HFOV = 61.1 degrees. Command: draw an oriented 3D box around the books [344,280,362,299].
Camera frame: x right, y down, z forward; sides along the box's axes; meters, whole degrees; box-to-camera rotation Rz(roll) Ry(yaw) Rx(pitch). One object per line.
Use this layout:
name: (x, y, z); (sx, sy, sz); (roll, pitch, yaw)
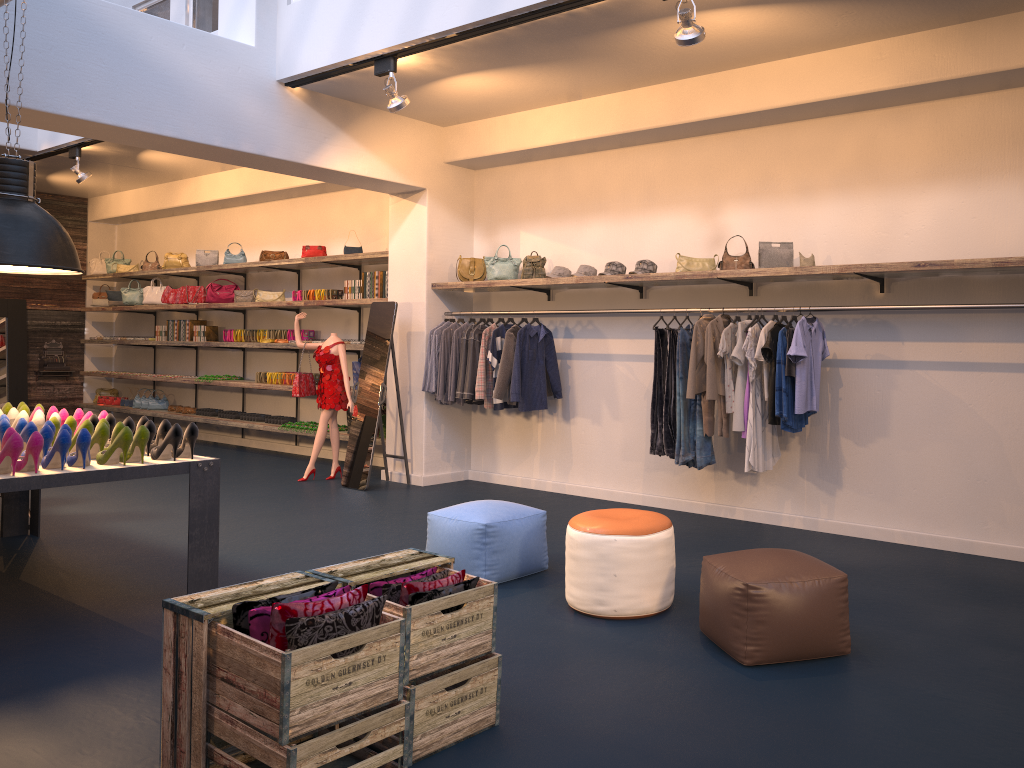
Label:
books: (-1.654, -1.016, 9.417); (0.292, 0.210, 0.195); (2, 1, 40)

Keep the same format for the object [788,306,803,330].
object: (2.091, -0.473, 6.289); (0.016, 0.179, 0.439); (0, 1, 43)

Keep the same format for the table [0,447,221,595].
table: (-2.880, 0.731, 4.806); (2.334, 0.741, 1.337); (3, 2, 40)

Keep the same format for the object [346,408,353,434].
object: (-1.621, 0.348, 9.446); (0.407, 0.391, 0.164); (1, 0, -36)

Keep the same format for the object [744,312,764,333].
object: (1.835, -0.479, 6.505); (0.013, 0.198, 0.391); (0, 1, 41)

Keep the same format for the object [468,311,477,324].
object: (-0.380, -0.586, 8.302); (0.009, 0.220, 0.466); (0, 1, 41)

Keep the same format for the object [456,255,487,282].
object: (-0.375, -1.113, 8.466); (0.338, 0.284, 0.191); (1, 0, -22)

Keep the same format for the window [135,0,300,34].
window: (-2.920, -3.325, 5.000); (10.404, 0.652, 4.855); (3, 3, 40)

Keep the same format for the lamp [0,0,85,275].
lamp: (-2.752, -1.450, 4.783); (0.649, 1.649, 0.749); (1, -1, 32)

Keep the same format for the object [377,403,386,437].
object: (-1.390, 0.381, 9.194); (0.149, 0.356, 0.371); (0, 0, 41)

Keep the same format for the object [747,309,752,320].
object: (1.787, -0.481, 6.536); (0.011, 0.198, 0.326); (0, 0, 42)

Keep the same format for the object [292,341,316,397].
object: (-2.076, -0.151, 8.718); (0.086, 0.554, 0.332); (1, -1, 20)

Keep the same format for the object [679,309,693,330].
object: (1.388, -0.513, 6.868); (0.013, 0.177, 0.252); (0, 0, 41)

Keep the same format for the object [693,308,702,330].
object: (1.481, -0.508, 6.792); (0.013, 0.177, 0.252); (0, 0, 41)

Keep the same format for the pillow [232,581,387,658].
pillow: (-0.650, 0.800, 2.676); (0.401, 0.349, 0.386); (2, 1, 40)

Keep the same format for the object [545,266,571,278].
object: (0.416, -0.998, 7.792); (0.249, 0.125, 0.177); (1, 1, -14)

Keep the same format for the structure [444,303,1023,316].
structure: (2.444, -0.525, 6.018); (8.013, 0.039, 0.042); (3, 2, 39)

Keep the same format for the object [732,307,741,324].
object: (1.714, -0.474, 6.599); (0.009, 0.220, 0.466); (0, 1, 41)

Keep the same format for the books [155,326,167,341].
books: (-4.791, -0.702, 12.061); (0.292, 0.210, 0.195); (2, 1, 40)

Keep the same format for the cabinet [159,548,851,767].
cabinet: (0.259, 0.944, 3.405); (3.035, 0.548, 0.685); (-1, 2, -36)

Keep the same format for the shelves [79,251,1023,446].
shelves: (-3.263, -0.120, 5.151); (15.482, 2.229, 9.355); (3, 3, 40)

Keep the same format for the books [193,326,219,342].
books: (-4.068, -0.666, 11.532); (0.303, 0.213, 0.196); (2, 1, 39)

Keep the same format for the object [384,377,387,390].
object: (-1.318, -0.102, 9.137); (0.149, 0.356, 0.371); (0, 0, 41)

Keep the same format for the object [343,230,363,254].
object: (-1.724, -1.532, 9.436); (0.212, 0.280, 0.055); (1, -1, -20)

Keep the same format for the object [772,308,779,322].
object: (1.944, -0.473, 6.410); (0.008, 0.198, 0.420); (0, 1, 42)

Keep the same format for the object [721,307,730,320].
object: (1.624, -0.499, 6.667); (0.016, 0.179, 0.439); (0, 1, 43)

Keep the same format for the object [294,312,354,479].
object: (-1.819, 0.116, 8.649); (0.716, 1.667, 0.359); (1, -1, 16)

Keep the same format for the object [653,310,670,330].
object: (1.209, -0.522, 7.013); (0.013, 0.177, 0.252); (0, 0, 41)

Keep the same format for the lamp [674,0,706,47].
lamp: (1.027, -2.070, 4.966); (0.184, 0.328, 0.236); (1, 0, -3)

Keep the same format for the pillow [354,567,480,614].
pillow: (-0.381, 0.820, 3.116); (0.421, 0.320, 0.334); (2, 1, 40)

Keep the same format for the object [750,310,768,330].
object: (1.868, -0.488, 6.478); (0.013, 0.177, 0.391); (0, 1, 41)

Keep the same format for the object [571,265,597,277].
object: (0.631, -0.986, 7.618); (0.249, 0.125, 0.177); (1, 1, -14)

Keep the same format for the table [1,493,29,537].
table: (-4.705, 0.634, 6.290); (2.334, 0.741, 1.337); (3, 2, 40)

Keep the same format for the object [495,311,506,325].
object: (-0.102, -0.573, 8.093); (0.009, 0.220, 0.466); (0, 1, 41)

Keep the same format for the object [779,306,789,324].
object: (1.995, -0.460, 6.371); (0.009, 0.220, 0.467); (0, 1, 43)

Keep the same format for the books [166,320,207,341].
books: (-4.428, -0.725, 11.811); (0.589, 0.288, 0.258); (2, 1, 38)

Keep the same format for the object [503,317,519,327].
object: (-0.013, -0.568, 8.023); (0.009, 0.220, 0.466); (0, 1, 41)

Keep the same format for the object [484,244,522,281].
object: (-0.087, -1.150, 8.304); (0.384, 0.367, 0.168); (1, -1, -15)

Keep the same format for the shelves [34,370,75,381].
shelves: (-6.785, -0.119, 12.880); (0.225, 0.157, 0.489); (2, 2, 41)

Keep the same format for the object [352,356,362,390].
object: (-1.548, -0.134, 9.390); (0.407, 0.391, 0.164); (1, 0, -36)

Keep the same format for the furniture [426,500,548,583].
furniture: (-0.148, 0.920, 5.225); (0.596, 0.423, 0.701); (2, 2, 39)

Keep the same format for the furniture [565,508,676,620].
furniture: (0.574, 0.930, 4.604); (0.532, 0.481, 0.628); (2, 1, 43)

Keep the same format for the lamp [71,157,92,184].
lamp: (-4.835, -2.380, 9.735); (0.246, 0.328, 0.176); (1, -1, -7)

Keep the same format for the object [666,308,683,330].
object: (1.302, -0.517, 6.937); (0.013, 0.177, 0.252); (0, 0, 41)

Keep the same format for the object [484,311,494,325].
object: (-0.209, -0.576, 8.162); (0.009, 0.220, 0.466); (0, 1, 41)

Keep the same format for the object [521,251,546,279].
object: (0.176, -1.090, 8.057); (0.264, 0.284, 0.343); (1, 1, -32)

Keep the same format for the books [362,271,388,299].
books: (-1.291, -1.038, 9.167); (0.589, 0.288, 0.258); (2, 1, 38)

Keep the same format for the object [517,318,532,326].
object: (0.112, -0.559, 7.908); (0.009, 0.220, 0.466); (0, 1, 41)

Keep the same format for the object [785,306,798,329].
object: (2.054, -0.457, 6.323); (0.009, 0.220, 0.467); (0, 1, 42)

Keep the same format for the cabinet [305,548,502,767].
cabinet: (-0.374, 0.945, 3.119); (0.512, 0.549, 0.509); (1, 0, 40)

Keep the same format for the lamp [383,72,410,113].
lamp: (-0.889, -2.171, 6.519); (0.255, 0.328, 0.169); (1, -1, -22)

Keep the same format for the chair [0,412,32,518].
chair: (-3.780, 0.618, 6.362); (0.431, 0.802, 0.585); (1, 0, 35)

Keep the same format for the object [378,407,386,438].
object: (-1.255, 0.395, 9.127); (0.408, 0.339, 0.199); (0, 0, -42)

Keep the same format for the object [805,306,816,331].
object: (2.146, -0.471, 6.247); (0.016, 0.179, 0.439); (0, 1, 43)
